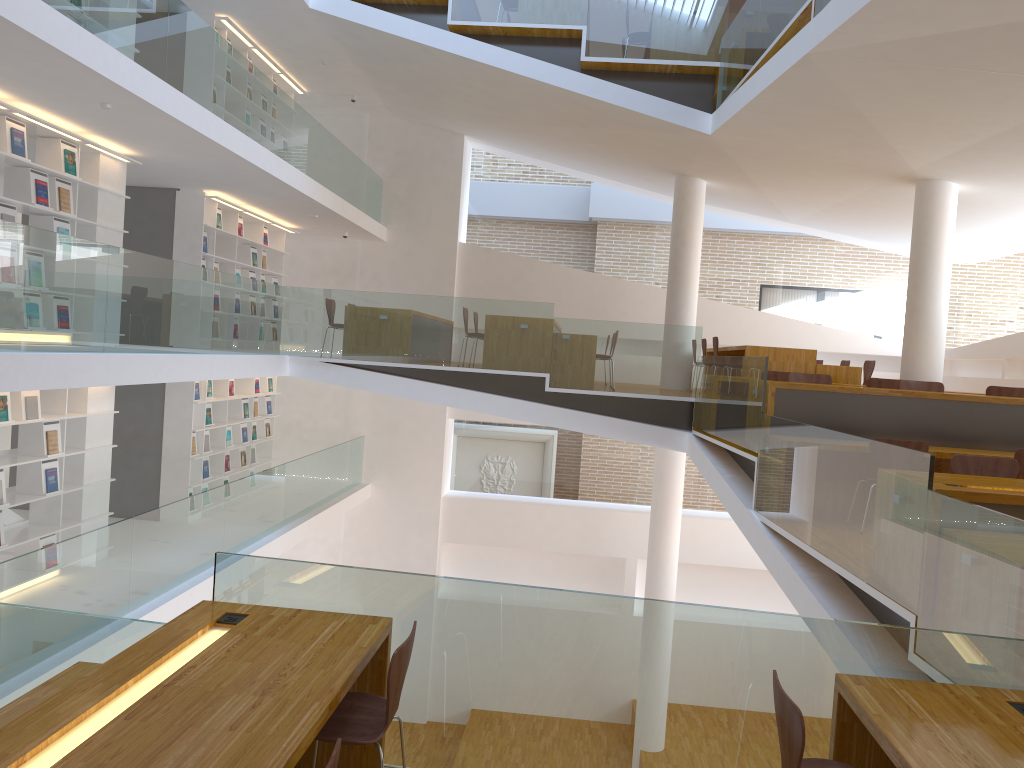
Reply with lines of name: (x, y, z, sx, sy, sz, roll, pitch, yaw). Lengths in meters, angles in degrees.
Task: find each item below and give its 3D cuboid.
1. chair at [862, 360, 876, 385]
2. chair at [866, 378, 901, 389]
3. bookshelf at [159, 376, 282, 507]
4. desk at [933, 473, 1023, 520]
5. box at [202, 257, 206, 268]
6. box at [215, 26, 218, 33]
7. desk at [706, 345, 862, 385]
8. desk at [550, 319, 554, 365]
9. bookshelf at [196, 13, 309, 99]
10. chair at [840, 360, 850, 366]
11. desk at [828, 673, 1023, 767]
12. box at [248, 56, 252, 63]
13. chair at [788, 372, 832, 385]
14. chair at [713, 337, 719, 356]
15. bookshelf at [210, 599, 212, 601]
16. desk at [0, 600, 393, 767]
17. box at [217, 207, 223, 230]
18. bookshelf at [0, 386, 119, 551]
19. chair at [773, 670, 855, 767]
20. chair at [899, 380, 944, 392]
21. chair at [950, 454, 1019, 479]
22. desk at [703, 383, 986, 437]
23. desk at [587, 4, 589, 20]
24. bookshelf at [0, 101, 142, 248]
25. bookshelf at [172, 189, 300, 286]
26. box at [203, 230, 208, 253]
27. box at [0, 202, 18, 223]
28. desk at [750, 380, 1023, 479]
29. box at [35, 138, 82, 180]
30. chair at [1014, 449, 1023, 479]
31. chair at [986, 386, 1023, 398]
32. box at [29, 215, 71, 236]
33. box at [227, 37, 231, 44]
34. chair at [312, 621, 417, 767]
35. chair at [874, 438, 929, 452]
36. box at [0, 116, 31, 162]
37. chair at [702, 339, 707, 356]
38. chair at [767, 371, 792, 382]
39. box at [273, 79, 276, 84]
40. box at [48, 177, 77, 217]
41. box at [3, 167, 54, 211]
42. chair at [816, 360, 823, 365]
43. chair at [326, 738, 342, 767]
chair: (3.994, 0.057, 10.385, 0.381, 0.693, 0.428, 4, 2, 5)
chair: (3.574, 0.290, 8.631, 0.428, 0.693, 0.381, 4, 2, 5)
bookshelf: (-3.714, 0.682, 11.825, 0.498, 1.836, 2.984, 4, 2, 5)
desk: (3.568, 0.995, 4.036, 3.243, 0.785, 1.527, 4, 2, 5)
box: (-3.749, -1.356, 10.465, 0.274, 0.296, 0.245, 4, 2, 5)
box: (-3.569, -4.050, 10.349, 0.274, 0.296, 0.245, 4, 2, 5)
desk: (3.281, -0.046, 11.227, 1.247, 0.762, 3.194, 4, 2, 5)
desk: (0.433, -0.396, 11.386, 1.248, 0.757, 3.196, 4, 2, 5)
bookshelf: (-3.437, -3.414, 11.685, 0.498, 1.836, 2.984, 4, 2, 5)
chair: (4.073, 0.029, 11.353, 0.381, 0.693, 0.428, 4, 2, 5)
desk: (1.370, 1.395, 1.530, 0.760, 0.606, 3.185, 4, 2, 5)
box: (-3.478, -4.082, 11.420, 0.274, 0.296, 0.245, 4, 2, 5)
chair: (2.646, 0.255, 7.816, 0.428, 0.693, 0.381, 4, 2, 5)
chair: (2.472, -0.181, 10.149, 0.381, 0.693, 0.428, 4, 2, 5)
bookshelf: (-3.851, 2.713, 11.894, 0.498, 1.836, 2.984, 4, 2, 5)
desk: (-1.258, 1.360, 1.935, 1.285, 0.918, 3.236, 4, 2, 5)
box: (-3.674, -2.021, 10.815, 0.274, 0.296, 0.245, 4, 2, 5)
bookshelf: (-4.182, 0.823, 6.785, 0.397, 1.836, 3.666, 4, 2, 5)
chair: (0.981, 1.281, 2.694, 0.381, 0.693, 0.428, 4, 2, 5)
chair: (3.612, 0.323, 7.739, 0.428, 0.693, 0.381, 4, 2, 5)
chair: (2.749, 0.776, 5.069, 0.428, 0.693, 0.381, 4, 2, 5)
desk: (3.697, 0.327, 9.026, 3.356, 0.606, 0.760, 4, 2, 5)
desk: (0.583, -4.234, 11.227, 0.760, 0.606, 3.196, 4, 2, 5)
bookshelf: (-3.993, -1.228, 6.711, 0.498, 1.836, 3.666, 4, 2, 5)
bookshelf: (-3.575, -1.373, 11.754, 0.498, 1.836, 2.984, 4, 2, 5)
box: (-3.727, -1.683, 10.447, 0.274, 0.296, 0.245, 4, 2, 5)
box: (-3.983, -1.247, 6.851, 0.274, 0.296, 0.245, 4, 2, 5)
desk: (3.603, 0.598, 7.002, 3.216, 1.022, 1.248, 4, 2, 5)
box: (-3.875, -1.925, 7.597, 0.274, 0.296, 0.245, 4, 2, 5)
chair: (3.692, 0.800, 6.339, 0.428, 0.693, 0.381, 4, 2, 5)
chair: (4.690, 0.367, 8.580, 0.428, 0.693, 0.381, 4, 2, 5)
box: (-3.924, -1.268, 7.572, 0.274, 0.296, 0.245, 4, 2, 5)
box: (-3.536, -4.062, 10.745, 0.274, 0.296, 0.245, 4, 2, 5)
chair: (-0.546, 1.168, 2.981, 0.381, 0.693, 0.428, 4, 2, 5)
chair: (2.726, 0.732, 6.416, 0.428, 0.693, 0.381, 4, 2, 5)
box: (-3.934, -1.904, 6.888, 0.274, 0.296, 0.245, 4, 2, 5)
chair: (2.552, -0.209, 11.117, 0.381, 0.693, 0.428, 4, 2, 5)
chair: (2.608, 0.222, 8.708, 0.428, 0.693, 0.381, 4, 2, 5)
box: (-3.405, -4.108, 12.339, 0.274, 0.296, 0.245, 4, 2, 5)
box: (-3.902, -1.595, 7.560, 0.274, 0.296, 0.245, 4, 2, 5)
box: (-3.929, -1.588, 7.221, 0.274, 0.296, 0.245, 4, 2, 5)
chair: (4.127, -0.005, 12.470, 0.381, 0.693, 0.428, 4, 2, 5)
chair: (-0.625, 1.195, 2.014, 0.381, 0.693, 0.428, 4, 2, 5)
